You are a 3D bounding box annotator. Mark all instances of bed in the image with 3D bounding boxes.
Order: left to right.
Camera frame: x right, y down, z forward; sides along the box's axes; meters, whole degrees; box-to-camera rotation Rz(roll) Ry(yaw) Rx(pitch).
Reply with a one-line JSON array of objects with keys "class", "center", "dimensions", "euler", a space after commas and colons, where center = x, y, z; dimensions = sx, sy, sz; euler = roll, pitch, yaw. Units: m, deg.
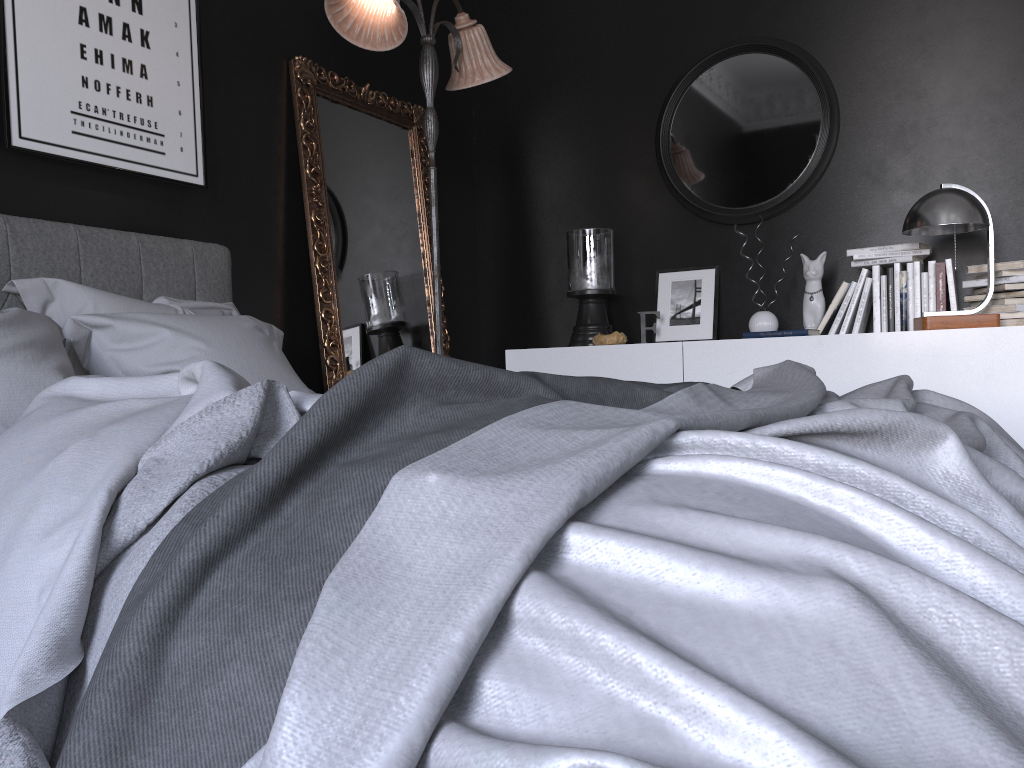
[{"class": "bed", "center": [-0.258, 0.111, 1.861], "dimensions": [3.284, 1.299, 2.763], "euler": [-2, 1, 18]}]

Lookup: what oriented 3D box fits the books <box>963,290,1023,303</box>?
[{"class": "books", "center": [2.100, -0.371, 3.753], "dimensions": [0.193, 0.030, 0.289], "euler": [-2, 1, -30]}]

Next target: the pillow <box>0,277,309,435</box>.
[{"class": "pillow", "center": [-1.207, -0.052, 2.446], "dimensions": [0.680, 0.760, 1.829], "euler": [-1, 1, 29]}]

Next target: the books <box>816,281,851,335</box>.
[{"class": "books", "center": [1.482, -0.340, 4.064], "dimensions": [0.158, 0.246, 0.203], "euler": [-1, 2, 29]}]

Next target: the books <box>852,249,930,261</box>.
[{"class": "books", "center": [1.688, -0.568, 3.970], "dimensions": [0.307, 0.024, 0.220], "euler": [-2, 1, 19]}]

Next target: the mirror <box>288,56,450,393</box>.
[{"class": "mirror", "center": [-0.597, -0.363, 4.297], "dimensions": [0.254, 2.193, 0.990], "euler": [-1, 2, 29]}]

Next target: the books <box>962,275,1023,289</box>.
[{"class": "books", "center": [2.111, -0.432, 3.739], "dimensions": [0.220, 0.030, 0.306], "euler": [-3, 1, -31]}]

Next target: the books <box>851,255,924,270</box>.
[{"class": "books", "center": [1.684, -0.543, 3.975], "dimensions": [0.258, 0.026, 0.195], "euler": [-1, 1, 39]}]

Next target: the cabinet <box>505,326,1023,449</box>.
[{"class": "cabinet", "center": [1.166, 0.234, 4.157], "dimensions": [2.396, 0.883, 0.570], "euler": [-1, 2, 29]}]

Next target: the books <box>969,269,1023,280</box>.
[{"class": "books", "center": [2.117, -0.459, 3.758], "dimensions": [0.220, 0.024, 0.307], "euler": [-2, 1, 4]}]

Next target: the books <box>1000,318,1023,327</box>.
[{"class": "books", "center": [2.125, -0.252, 3.707], "dimensions": [0.294, 0.038, 0.234], "euler": [-3, 1, -34]}]

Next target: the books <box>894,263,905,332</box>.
[{"class": "books", "center": [1.732, -0.376, 3.956], "dimensions": [0.024, 0.307, 0.220], "euler": [-1, 2, 29]}]

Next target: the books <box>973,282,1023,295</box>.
[{"class": "books", "center": [2.105, -0.401, 3.738], "dimensions": [0.193, 0.030, 0.289], "euler": [-2, 1, 3]}]

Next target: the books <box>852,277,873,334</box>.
[{"class": "books", "center": [1.603, -0.348, 4.031], "dimensions": [0.091, 0.256, 0.195], "euler": [-1, 2, 29]}]

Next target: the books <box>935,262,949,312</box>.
[{"class": "books", "center": [1.882, -0.374, 3.875], "dimensions": [0.038, 0.295, 0.235], "euler": [-1, 2, 29]}]

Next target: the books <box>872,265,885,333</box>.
[{"class": "books", "center": [1.668, -0.375, 4.024], "dimensions": [0.030, 0.307, 0.221], "euler": [-1, 2, 29]}]

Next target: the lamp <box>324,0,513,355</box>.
[{"class": "lamp", "center": [-0.317, -0.479, 3.708], "dimensions": [0.986, 2.413, 0.772], "euler": [-3, 2, -28]}]

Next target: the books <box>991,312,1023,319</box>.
[{"class": "books", "center": [2.123, -0.283, 3.716], "dimensions": [0.228, 0.025, 0.319], "euler": [-1, 1, 39]}]

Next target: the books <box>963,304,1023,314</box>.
[{"class": "books", "center": [2.102, -0.312, 3.736], "dimensions": [0.318, 0.031, 0.229], "euler": [-2, 1, -31]}]

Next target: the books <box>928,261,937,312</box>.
[{"class": "books", "center": [1.864, -0.379, 3.914], "dimensions": [0.030, 0.307, 0.221], "euler": [-1, 2, 29]}]

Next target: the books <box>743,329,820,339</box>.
[{"class": "books", "center": [1.193, -0.219, 3.919], "dimensions": [0.289, 0.030, 0.193], "euler": [-1, 1, 35]}]

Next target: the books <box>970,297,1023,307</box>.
[{"class": "books", "center": [2.103, -0.342, 3.745], "dimensions": [0.203, 0.029, 0.268], "euler": [-2, 1, -1]}]

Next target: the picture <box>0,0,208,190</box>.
[{"class": "picture", "center": [-1.389, -1.276, 3.063], "dimensions": [0.014, 1.079, 0.791], "euler": [-1, 2, 29]}]

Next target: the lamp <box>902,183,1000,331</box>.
[{"class": "lamp", "center": [1.766, -0.514, 3.589], "dimensions": [0.340, 0.591, 0.328], "euler": [-2, 2, 9]}]

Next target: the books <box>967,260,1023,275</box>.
[{"class": "books", "center": [2.090, -0.484, 3.725], "dimensions": [0.306, 0.030, 0.220], "euler": [-3, 1, -41]}]

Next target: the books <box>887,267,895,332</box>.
[{"class": "books", "center": [1.697, -0.366, 3.949], "dimensions": [0.030, 0.290, 0.193], "euler": [-1, 2, 29]}]

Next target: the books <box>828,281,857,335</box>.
[{"class": "books", "center": [1.533, -0.340, 4.070], "dimensions": [0.132, 0.245, 0.195], "euler": [-1, 2, 29]}]

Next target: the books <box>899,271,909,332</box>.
[{"class": "books", "center": [1.736, -0.355, 3.910], "dimensions": [0.029, 0.270, 0.204], "euler": [-1, 2, 29]}]

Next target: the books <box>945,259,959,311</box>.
[{"class": "books", "center": [1.918, -0.381, 3.852], "dimensions": [0.050, 0.308, 0.220], "euler": [-1, 2, 29]}]

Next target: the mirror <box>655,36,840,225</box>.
[{"class": "mirror", "center": [1.161, -1.272, 4.465], "dimensions": [0.924, 0.925, 0.061], "euler": [-1, 2, 29]}]

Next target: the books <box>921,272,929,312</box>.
[{"class": "books", "center": [1.827, -0.354, 3.906], "dimensions": [0.026, 0.259, 0.195], "euler": [-1, 2, 29]}]

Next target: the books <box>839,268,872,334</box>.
[{"class": "books", "center": [1.573, -0.367, 4.045], "dimensions": [0.126, 0.296, 0.220], "euler": [-1, 2, 29]}]

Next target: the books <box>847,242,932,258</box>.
[{"class": "books", "center": [1.700, -0.597, 3.993], "dimensions": [0.306, 0.030, 0.220], "euler": [-1, 1, 39]}]

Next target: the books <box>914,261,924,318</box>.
[{"class": "books", "center": [1.800, -0.378, 3.918], "dimensions": [0.024, 0.307, 0.220], "euler": [-1, 2, 29]}]

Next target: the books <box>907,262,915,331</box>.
[{"class": "books", "center": [1.790, -0.378, 3.955], "dimensions": [0.030, 0.307, 0.221], "euler": [-1, 2, 29]}]

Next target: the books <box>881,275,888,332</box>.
[{"class": "books", "center": [1.685, -0.351, 3.986], "dimensions": [0.026, 0.259, 0.195], "euler": [-1, 2, 29]}]
